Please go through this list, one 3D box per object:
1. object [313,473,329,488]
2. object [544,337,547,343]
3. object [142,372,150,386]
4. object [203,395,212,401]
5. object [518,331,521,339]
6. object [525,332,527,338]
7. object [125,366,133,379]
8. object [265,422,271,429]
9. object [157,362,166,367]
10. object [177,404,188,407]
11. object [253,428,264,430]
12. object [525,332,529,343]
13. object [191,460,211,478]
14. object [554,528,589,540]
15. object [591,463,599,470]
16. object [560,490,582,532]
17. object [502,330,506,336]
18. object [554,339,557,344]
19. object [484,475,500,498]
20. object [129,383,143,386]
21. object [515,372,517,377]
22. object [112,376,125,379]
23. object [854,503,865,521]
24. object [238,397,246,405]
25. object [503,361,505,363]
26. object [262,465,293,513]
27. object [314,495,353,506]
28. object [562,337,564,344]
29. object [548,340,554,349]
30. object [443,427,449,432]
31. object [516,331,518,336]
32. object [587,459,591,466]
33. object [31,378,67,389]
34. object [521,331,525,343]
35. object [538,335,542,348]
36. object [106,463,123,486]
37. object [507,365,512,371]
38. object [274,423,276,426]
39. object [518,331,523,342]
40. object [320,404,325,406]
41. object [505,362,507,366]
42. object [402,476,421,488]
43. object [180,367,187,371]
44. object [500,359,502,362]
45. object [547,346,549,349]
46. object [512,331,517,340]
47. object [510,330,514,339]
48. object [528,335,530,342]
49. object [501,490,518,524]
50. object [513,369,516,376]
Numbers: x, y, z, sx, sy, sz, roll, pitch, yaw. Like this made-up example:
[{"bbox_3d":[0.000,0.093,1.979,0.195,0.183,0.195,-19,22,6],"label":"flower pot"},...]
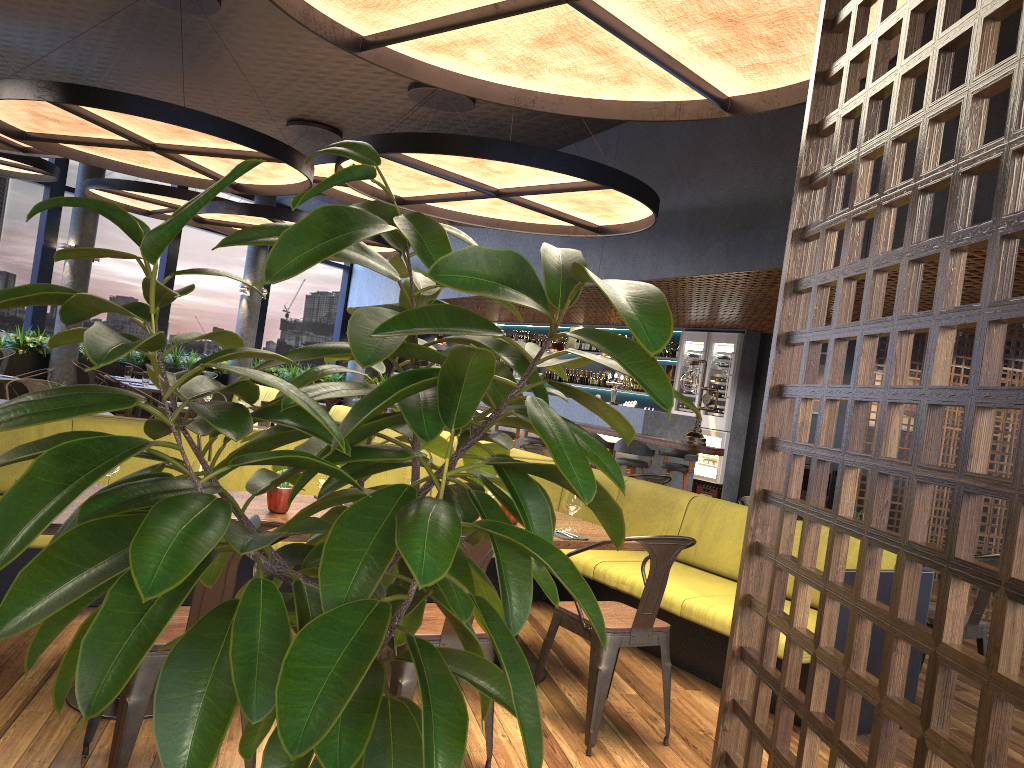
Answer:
[{"bbox_3d":[-0.864,0.455,4.057,0.097,0.206,0.097,8,0,13],"label":"object"},{"bbox_3d":[0.622,-0.760,16.365,0.068,0.217,0.068,9,0,-43],"label":"object"},{"bbox_3d":[-4.777,-0.067,11.579,0.102,0.178,0.102,8,0,-28],"label":"object"},{"bbox_3d":[-3.099,0.154,9.009,0.097,0.206,0.097,9,0,-33],"label":"object"},{"bbox_3d":[0.136,-0.874,17.314,0.085,0.310,0.086,8,0,-22],"label":"object"},{"bbox_3d":[0.252,-0.858,17.144,0.085,0.310,0.086,8,0,-6],"label":"object"},{"bbox_3d":[-5.477,-0.163,12.660,0.102,0.178,0.102,8,0,32],"label":"object"},{"bbox_3d":[-2.099,0.294,7.734,0.097,0.206,0.097,8,0,-8],"label":"object"},{"bbox_3d":[-6.319,-0.317,15.765,0.260,0.271,0.238,9,0,-32],"label":"object"},{"bbox_3d":[-3.278,0.223,9.058,0.255,0.019,0.157,9,0,-33],"label":"object"},{"bbox_3d":[-2.141,0.381,7.429,0.255,0.019,0.157,8,0,-31],"label":"object"},{"bbox_3d":[0.288,-0.836,16.917,0.083,0.301,0.083,8,0,-26],"label":"object"},{"bbox_3d":[-1.207,0.401,3.425,0.097,0.206,0.097,8,0,13],"label":"object"},{"bbox_3d":[0.235,0.712,4.252,0.157,0.019,0.255,9,0,-33],"label":"object"},{"bbox_3d":[0.720,0.716,7.593,0.102,0.178,0.102,8,0,42],"label":"object"},{"bbox_3d":[0.297,0.627,4.420,0.097,0.206,0.097,8,0,13],"label":"object"},{"bbox_3d":[-0.232,-0.929,17.839,0.229,0.319,0.579,9,0,-33],"label":"object"},{"bbox_3d":[0.817,-0.735,16.312,0.088,0.224,0.088,9,0,-39],"label":"object"},{"bbox_3d":[-0.112,0.568,4.554,0.097,0.206,0.097,8,0,13],"label":"object"},{"bbox_3d":[-4.834,0.005,11.410,0.157,0.019,0.255,9,0,-34],"label":"object"},{"bbox_3d":[0.136,-0.230,17.058,0.080,0.192,0.098,9,0,-33],"label":"object"},{"bbox_3d":[-5.535,-0.092,12.491,0.157,0.019,0.255,9,0,-34],"label":"object"},{"bbox_3d":[2.126,0.864,5.490,0.260,0.271,0.238,9,0,-32],"label":"object"},{"bbox_3d":[-2.799,0.199,9.199,0.097,0.206,0.097,9,0,-41],"label":"object"},{"bbox_3d":[-0.170,-0.349,17.509,0.094,0.340,0.094,8,0,-19],"label":"object"},{"bbox_3d":[-0.958,0.404,3.734,0.238,0.271,0.260,8,0,-12],"label":"object"},{"bbox_3d":[-0.830,0.556,4.224,0.157,0.019,0.255,9,0,-33],"label":"object"},{"bbox_3d":[0.908,-0.738,16.150,0.063,0.254,0.063,8,0,-5],"label":"object"},{"bbox_3d":[0.724,-0.749,16.261,0.088,0.224,0.088,9,0,-39],"label":"object"},{"bbox_3d":[-0.744,0.514,9.853,0.102,0.178,0.102,8,0,42],"label":"object"},{"bbox_3d":[0.086,-0.881,17.397,0.085,0.310,0.086,8,0,8],"label":"object"},{"bbox_3d":[0.675,0.664,7.730,0.260,0.271,0.238,9,0,-32],"label":"object"},{"bbox_3d":[-3.441,0.056,6.687,0.260,0.271,0.238,8,0,2],"label":"object"},{"bbox_3d":[0.224,-0.863,17.011,0.085,0.310,0.086,8,0,0],"label":"object"},{"bbox_3d":[0.536,-0.790,16.529,0.063,0.254,0.063,8,0,-15],"label":"object"},{"bbox_3d":[-1.616,0.342,3.560,0.097,0.206,0.097,8,0,13],"label":"object"},{"bbox_3d":[-0.046,-0.331,17.338,0.094,0.340,0.094,8,0,6],"label":"object"},{"bbox_3d":[-1.963,0.312,7.375,0.097,0.206,0.097,8,0,5],"label":"object"},{"bbox_3d":[0.169,-0.871,17.099,0.085,0.310,0.086,8,0,-14],"label":"object"},{"bbox_3d":[-2.874,0.300,13.072,0.255,0.019,0.157,9,0,-34],"label":"object"},{"bbox_3d":[-0.137,-0.343,17.621,0.094,0.340,0.094,8,0,-27],"label":"object"},{"bbox_3d":[-0.455,0.514,3.922,0.097,0.206,0.097,8,0,13],"label":"object"},{"bbox_3d":[-5.820,-0.198,15.692,0.102,0.178,0.102,9,0,-41],"label":"object"},{"bbox_3d":[-0.234,-0.358,17.584,0.094,0.340,0.094,8,0,-11],"label":"object"},{"bbox_3d":[0.704,-0.748,16.409,0.068,0.217,0.068,8,0,-13],"label":"object"},{"bbox_3d":[0.056,-0.886,17.266,0.085,0.310,0.086,8,0,-6],"label":"object"},{"bbox_3d":[0.008,-0.893,17.345,0.085,0.310,0.086,8,0,0],"label":"object"},{"bbox_3d":[0.302,-0.851,17.064,0.085,0.310,0.086,8,0,8],"label":"object"},{"bbox_3d":[0.014,0.549,4.377,0.238,0.271,0.260,8,0,-12],"label":"object"},{"bbox_3d":[0.081,-0.238,17.142,0.080,0.192,0.098,9,0,-33],"label":"object"}]
